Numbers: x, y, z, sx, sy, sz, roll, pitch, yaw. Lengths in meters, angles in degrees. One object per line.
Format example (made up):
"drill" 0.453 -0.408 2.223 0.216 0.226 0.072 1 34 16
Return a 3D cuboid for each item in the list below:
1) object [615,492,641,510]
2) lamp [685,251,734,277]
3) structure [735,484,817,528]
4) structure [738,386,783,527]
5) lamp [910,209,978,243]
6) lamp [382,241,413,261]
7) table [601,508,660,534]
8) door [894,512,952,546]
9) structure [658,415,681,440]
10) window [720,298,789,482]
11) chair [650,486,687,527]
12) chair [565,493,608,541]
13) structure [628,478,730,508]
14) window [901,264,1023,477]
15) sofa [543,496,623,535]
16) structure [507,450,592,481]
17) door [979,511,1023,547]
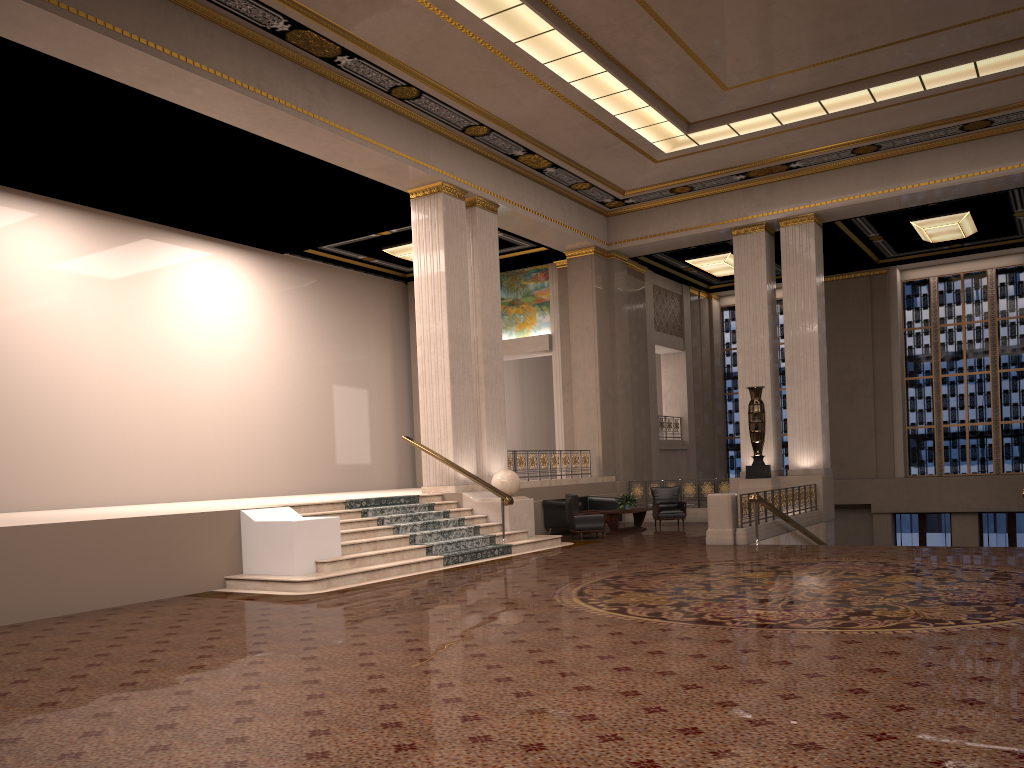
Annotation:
"object" 2.282 2.306 17.418 0.524 0.376 0.504 -1 -4 -25
"lamp" 5.431 -3.071 22.902 1.171 0.214 2.017 -6 -7 32
"structure" 4.912 2.161 15.970 0.079 0.537 4.938 -2 -4 33
"structure" 4.948 1.455 17.683 0.701 2.793 0.698 -2 1 32
"lamp" 9.867 -3.535 20.078 1.171 0.214 2.017 -6 -7 32
"lamp" -1.919 -3.042 20.092 1.721 0.214 1.168 -6 -6 32
"table" 2.276 2.730 17.575 0.841 0.435 1.475 -5 -6 32
"door" 11.037 4.765 23.613 1.495 2.728 0.154 -3 1 32
"structure" 4.190 1.203 24.003 0.031 0.668 2.156 -2 -4 32
"window" 7.708 0.188 26.078 2.995 5.366 0.069 -3 1 32
"chair" 3.354 2.613 18.873 0.647 0.845 0.719 -2 -2 -3
"chair" 1.357 2.437 16.256 0.716 0.845 0.649 -2 -2 -8
"structure" 3.823 2.504 20.083 2.543 0.655 0.032 -6 -1 32
"window" 12.011 -0.263 23.338 2.995 5.366 0.069 -3 1 32
"sofa" 1.497 2.677 18.069 0.878 0.706 1.923 -4 -5 32
"structure" 0.802 1.705 18.546 0.032 0.624 3.695 -2 -4 32
"door" 12.798 4.581 22.492 1.495 2.728 0.154 -3 1 32
